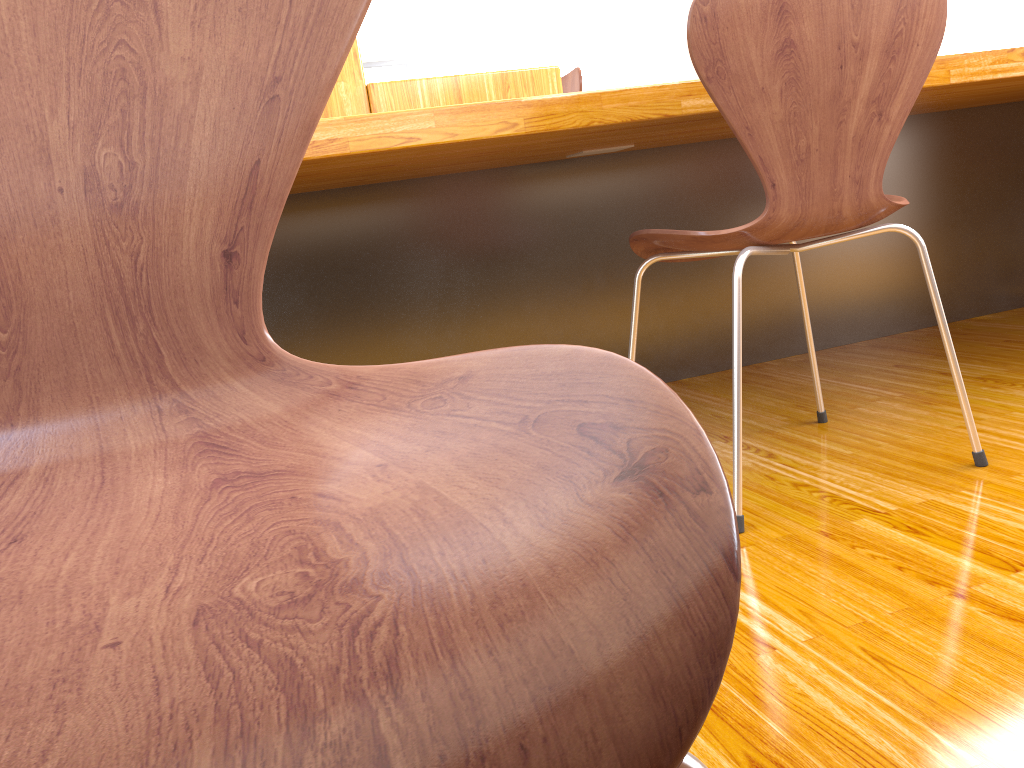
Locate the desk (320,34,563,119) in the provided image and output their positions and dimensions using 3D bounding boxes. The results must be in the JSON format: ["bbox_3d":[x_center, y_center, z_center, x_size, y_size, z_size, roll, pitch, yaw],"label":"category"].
[{"bbox_3d":[-0.931,-0.673,3.573,1.247,0.762,3.194,-11,11,-16],"label":"desk"}]

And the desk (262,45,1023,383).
[{"bbox_3d":[0.358,-0.234,1.756,3.356,0.606,0.760,-11,11,-16],"label":"desk"}]

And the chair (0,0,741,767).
[{"bbox_3d":[-0.145,0.080,0.265,0.428,0.693,0.381,-11,11,-16],"label":"chair"}]

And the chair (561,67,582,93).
[{"bbox_3d":[0.052,-0.690,3.062,0.381,0.693,0.428,-11,11,-16],"label":"chair"}]

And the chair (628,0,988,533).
[{"bbox_3d":[0.389,-0.203,1.343,0.428,0.693,0.381,-11,11,-16],"label":"chair"}]
